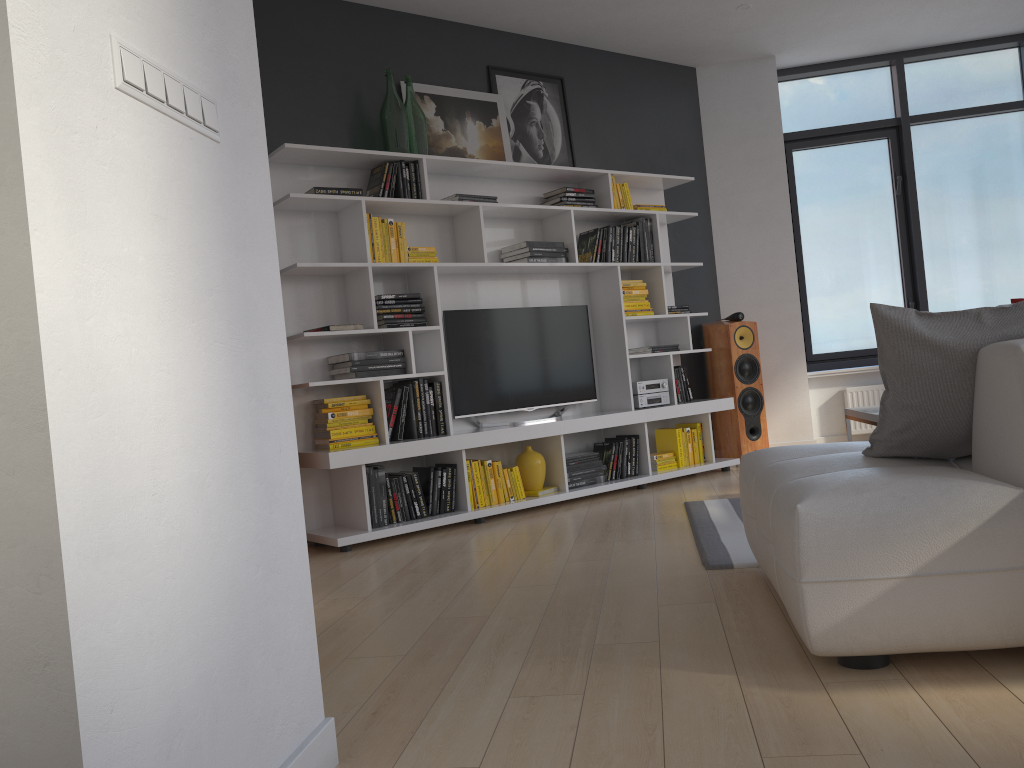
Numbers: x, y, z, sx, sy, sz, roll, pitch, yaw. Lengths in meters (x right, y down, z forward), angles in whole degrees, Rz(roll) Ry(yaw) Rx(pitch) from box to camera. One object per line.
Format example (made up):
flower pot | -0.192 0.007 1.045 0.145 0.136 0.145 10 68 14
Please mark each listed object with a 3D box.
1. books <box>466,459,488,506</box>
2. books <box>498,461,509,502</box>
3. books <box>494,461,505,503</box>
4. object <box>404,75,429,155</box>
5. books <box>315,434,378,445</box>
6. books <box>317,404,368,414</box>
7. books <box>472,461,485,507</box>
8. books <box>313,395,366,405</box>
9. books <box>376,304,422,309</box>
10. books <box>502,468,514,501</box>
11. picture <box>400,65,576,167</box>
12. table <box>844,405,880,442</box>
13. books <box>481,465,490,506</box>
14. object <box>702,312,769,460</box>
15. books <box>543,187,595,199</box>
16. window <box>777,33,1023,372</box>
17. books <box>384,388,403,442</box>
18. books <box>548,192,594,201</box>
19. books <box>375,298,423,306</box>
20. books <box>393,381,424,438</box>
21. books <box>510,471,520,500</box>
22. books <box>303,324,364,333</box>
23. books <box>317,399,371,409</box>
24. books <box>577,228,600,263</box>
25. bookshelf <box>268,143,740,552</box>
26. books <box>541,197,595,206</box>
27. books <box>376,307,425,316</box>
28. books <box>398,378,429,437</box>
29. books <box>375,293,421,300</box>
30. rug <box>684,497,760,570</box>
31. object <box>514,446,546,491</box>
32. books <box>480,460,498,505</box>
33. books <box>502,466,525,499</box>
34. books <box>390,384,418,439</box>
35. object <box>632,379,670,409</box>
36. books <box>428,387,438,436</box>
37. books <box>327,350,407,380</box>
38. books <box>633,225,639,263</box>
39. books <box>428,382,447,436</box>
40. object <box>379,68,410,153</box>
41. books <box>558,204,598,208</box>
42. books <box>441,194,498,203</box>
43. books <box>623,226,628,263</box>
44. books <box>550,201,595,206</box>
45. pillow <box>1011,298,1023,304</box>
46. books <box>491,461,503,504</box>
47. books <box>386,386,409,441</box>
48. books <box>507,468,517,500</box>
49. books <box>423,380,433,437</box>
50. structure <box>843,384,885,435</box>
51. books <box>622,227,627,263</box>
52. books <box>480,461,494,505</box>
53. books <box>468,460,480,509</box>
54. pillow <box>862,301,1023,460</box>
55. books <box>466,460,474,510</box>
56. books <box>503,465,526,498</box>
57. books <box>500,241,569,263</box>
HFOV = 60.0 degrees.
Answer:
books | -0.219 0.556 5.005 0.038 0.267 0.202 -6 0 -36
books | -0.100 0.558 5.100 0.056 0.235 0.172 -6 0 -37
books | -0.120 0.560 5.074 0.043 0.235 0.171 -6 0 -38
object | -0.569 -1.513 5.081 0.157 0.507 0.157 -6 0 -23
books | -0.880 0.291 4.694 0.269 0.025 0.213 -6 0 -33
books | -0.901 0.132 4.711 0.238 0.023 0.167 -6 0 -21
books | -0.244 0.562 4.988 0.066 0.258 0.198 -6 0 -36
books | -0.919 0.085 4.726 0.234 0.024 0.171 -6 0 -32
books | -0.657 -0.417 4.896 0.264 0.020 0.189 -6 0 -33
books | -0.058 0.578 5.101 0.056 0.188 0.138 -6 0 -36
picture | -0.116 -1.655 5.549 1.279 0.707 0.076 -6 0 -36
table | 2.185 0.296 3.942 1.091 0.435 1.091 -6 0 9
books | -0.192 0.572 5.002 0.042 0.230 0.156 -6 0 -38
object | 1.587 0.039 6.420 0.290 1.088 0.434 -6 0 -21
books | 0.366 -1.223 5.717 0.266 0.030 0.209 -6 0 -43
window | 3.123 -1.379 6.941 1.960 2.402 0.170 -6 0 9
books | -0.699 0.172 4.840 0.142 0.284 0.232 -6 0 -36
books | 0.378 -1.197 5.710 0.246 0.026 0.180 -6 0 -34
books | -0.667 -0.442 4.915 0.284 0.030 0.214 -6 0 -28
books | -0.575 0.145 4.920 0.034 0.314 0.237 -6 0 -36
books | -0.013 0.584 5.109 0.049 0.169 0.113 -6 0 -37
books | -0.939 -0.282 4.667 0.209 0.030 0.266 -6 0 -43
books | -0.895 0.107 4.713 0.234 0.024 0.171 -6 0 -32
books | 0.487 -0.879 5.748 0.104 0.234 0.182 -6 0 -36
bookshelf | 0.127 -0.298 5.371 3.000 2.052 0.455 -6 0 -36
books | 0.362 -1.168 5.729 0.284 0.030 0.214 -6 0 -33
books | -0.651 -0.393 4.894 0.284 0.030 0.214 -6 0 -28
books | -0.551 0.137 4.942 0.026 0.326 0.237 -6 0 -36
books | -0.653 -0.472 4.893 0.246 0.026 0.180 -6 0 -29
rug | 1.959 0.542 3.857 2.326 0.016 1.662 -6 0 9
object | 0.108 0.496 5.246 0.185 0.257 0.185 -6 0 31
books | -0.165 0.557 5.041 0.055 0.252 0.185 -6 0 -38
books | -0.003 0.570 5.136 0.067 0.193 0.148 -6 0 -35
books | -0.596 0.156 4.897 0.028 0.301 0.213 -6 0 -36
object | 0.862 0.069 5.940 0.285 0.174 0.270 -6 0 -36
books | -0.494 0.157 4.974 0.028 0.272 0.200 -6 0 -36
books | -0.787 -0.098 4.805 0.343 0.137 0.277 -6 0 -36
books | 0.777 -0.921 5.964 0.066 0.260 0.197 -6 0 -36
books | -0.464 0.142 4.998 0.051 0.297 0.230 -6 0 -36
object | -0.660 -1.504 4.943 0.157 0.507 0.157 -6 0 -23
books | 0.379 -1.118 5.709 0.284 0.030 0.214 -6 0 -33
books | -0.276 -1.061 5.221 0.310 0.047 0.250 -6 0 -41
books | 0.698 -0.910 5.906 0.075 0.254 0.192 -6 0 -37
books | 0.374 -1.143 5.711 0.264 0.020 0.189 -6 0 -38
pillow | 2.437 -0.111 2.195 2.250 0.449 0.575 -6 0 6
books | -0.128 0.559 5.044 0.043 0.240 0.169 -6 0 -37
books | -0.647 0.164 4.856 0.100 0.289 0.210 -6 0 -37
books | -0.036 0.576 5.107 0.046 0.187 0.134 -6 0 -37
books | -0.526 0.140 4.959 0.034 0.315 0.239 -6 0 -36
structure | 3.262 0.185 6.611 1.474 0.460 0.110 -6 0 9
books | 0.696 -0.902 5.871 0.069 0.242 0.172 -6 0 -35
books | -0.179 0.558 5.018 0.041 0.252 0.180 -6 0 -36
books | -0.270 0.558 4.962 0.048 0.271 0.213 -6 0 -36
pillow | 2.389 -0.137 2.538 2.953 0.453 0.647 -6 0 -4
books | -0.289 0.560 4.922 0.029 0.270 0.204 -6 0 -36
books | 0.011 0.568 5.157 0.046 0.193 0.149 -6 0 -35
books | 0.141 -0.796 5.530 0.343 0.137 0.277 -6 0 -41
